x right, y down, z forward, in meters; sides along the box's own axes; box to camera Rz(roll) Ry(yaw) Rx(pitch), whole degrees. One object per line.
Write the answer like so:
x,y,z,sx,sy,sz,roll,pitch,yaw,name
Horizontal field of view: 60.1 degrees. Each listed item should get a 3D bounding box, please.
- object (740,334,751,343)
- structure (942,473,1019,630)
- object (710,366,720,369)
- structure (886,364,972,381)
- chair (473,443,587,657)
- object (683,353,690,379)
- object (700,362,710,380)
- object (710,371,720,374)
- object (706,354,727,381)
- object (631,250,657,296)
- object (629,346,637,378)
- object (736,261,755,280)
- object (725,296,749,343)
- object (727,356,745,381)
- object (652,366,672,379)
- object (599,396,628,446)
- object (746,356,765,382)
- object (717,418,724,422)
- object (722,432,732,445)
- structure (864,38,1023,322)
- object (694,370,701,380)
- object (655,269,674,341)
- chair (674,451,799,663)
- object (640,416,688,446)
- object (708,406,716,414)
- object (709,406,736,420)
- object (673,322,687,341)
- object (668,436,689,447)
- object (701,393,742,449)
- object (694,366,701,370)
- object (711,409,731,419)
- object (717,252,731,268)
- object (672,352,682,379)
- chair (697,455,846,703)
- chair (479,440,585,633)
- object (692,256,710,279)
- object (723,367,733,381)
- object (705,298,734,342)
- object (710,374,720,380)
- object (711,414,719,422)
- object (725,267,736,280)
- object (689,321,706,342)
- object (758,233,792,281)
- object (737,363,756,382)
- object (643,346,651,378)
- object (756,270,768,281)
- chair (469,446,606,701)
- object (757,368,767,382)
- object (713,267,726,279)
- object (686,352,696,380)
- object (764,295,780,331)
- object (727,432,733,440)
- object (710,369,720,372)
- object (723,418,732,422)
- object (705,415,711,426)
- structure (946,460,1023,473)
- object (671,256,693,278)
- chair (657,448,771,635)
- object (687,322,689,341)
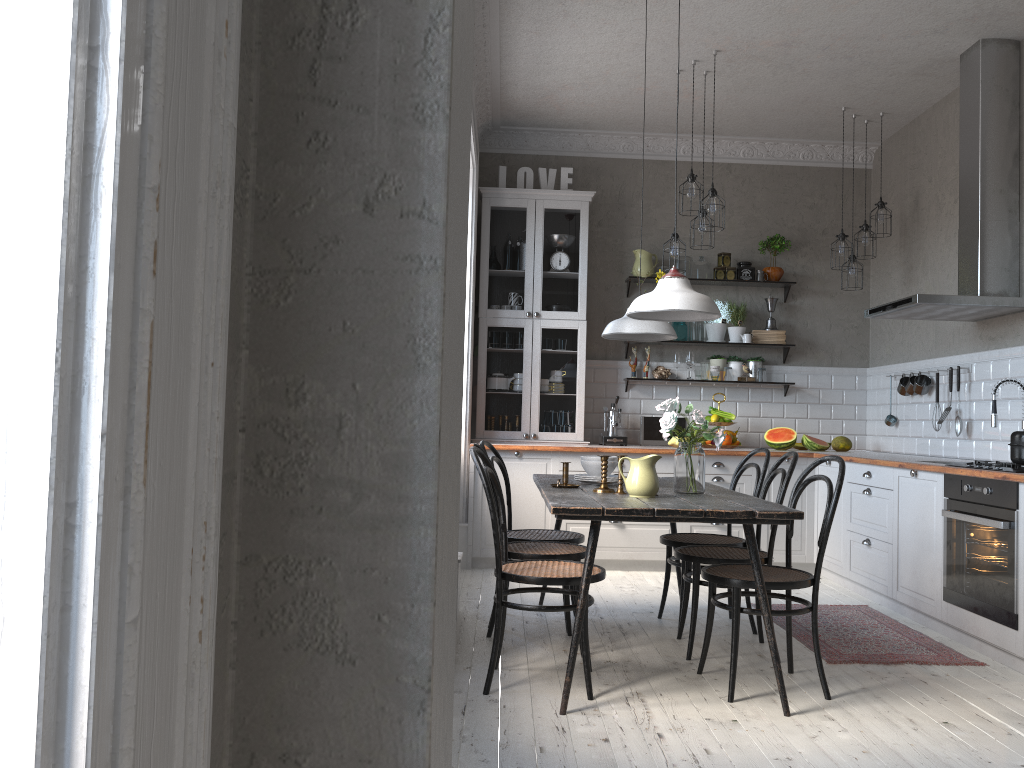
1.828,-0.352,6.891,0.104,0.071,0.064,0,-3,28,object
2.401,0.746,4.064,0.619,0.623,0.621,2,-2,-2,structure
1.574,-0.113,6.862,0.078,0.051,0.076,2,-3,-16,object
2.808,-0.076,6.031,0.094,0.053,1.084,2,-2,-1,structure
0.085,0.736,4.037,0.551,0.920,0.436,2,-2,-5,chair
1.383,-0.137,6.953,0.083,0.217,0.081,2,-3,-16,object
1.505,-0.097,6.901,0.080,0.139,0.077,3,-3,-29,object
1.572,-0.070,6.860,0.078,0.051,0.076,2,-2,-9,object
1.609,-0.130,6.990,0.159,0.217,0.153,3,-3,-22,object
1.011,-0.678,6.878,0.341,0.674,0.331,3,-3,-33,object
0.952,-0.169,6.936,0.054,0.264,0.060,3,-3,-31,object
1.840,-0.881,7.020,0.142,0.174,0.142,2,-2,-2,object
1.766,-0.504,6.958,0.188,0.380,0.166,4,-3,-41,object
1.765,-0.121,7.007,0.170,0.214,0.150,0,-3,28,object
1.159,-0.090,6.903,0.180,0.111,0.095,3,-3,-25,object
0.769,0.278,6.649,0.206,0.370,0.352,2,-2,-1,object
1.930,-0.115,7.023,0.159,0.213,0.152,2,-2,-4,object
1.568,0.285,6.687,0.063,0.061,0.066,2,-2,-2,object
1.584,0.411,6.613,0.115,0.111,0.109,3,-3,-34,object
2.570,-1.208,5.203,0.714,1.596,0.710,2,-2,-2,structure
1.472,-0.067,6.973,0.077,0.083,0.078,1,-3,16,object
1.184,-0.606,6.840,0.193,0.540,0.278,2,-2,-9,object
1.017,0.761,4.048,0.547,0.920,0.439,1,-2,5,chair
1.156,0.364,6.753,0.352,0.226,0.088,2,-2,-3,object
1.525,0.198,6.722,0.074,0.058,0.050,3,-3,-25,object
1.591,0.221,6.720,0.210,0.101,0.067,1,-2,4,object
1.319,-0.411,6.982,0.126,0.172,0.126,2,-2,2,object
1.253,0.430,6.553,0.197,0.083,0.189,2,-2,-1,object
1.575,0.278,6.743,0.356,0.425,0.347,2,-3,-17,object
1.473,-0.100,6.974,0.077,0.083,0.078,1,-3,16,object
1.618,0.235,6.789,0.178,0.096,0.089,1,-3,18,object
1.667,-0.969,6.956,0.084,0.113,0.081,3,-3,-22,object
1.296,-0.139,6.952,0.083,0.217,0.081,2,-3,-16,object
1.027,0.739,3.516,0.551,0.920,0.436,2,-2,-5,chair
0.098,0.756,4.524,0.545,0.920,0.441,1,-2,11,chair
1.509,-0.910,7.059,0.143,0.220,0.137,4,-3,-42,object
1.688,-0.076,6.921,0.078,0.108,0.077,2,-2,-8,object
1.632,-0.494,7.003,0.242,0.354,0.237,1,-3,16,object
1.572,-0.053,6.859,0.078,0.051,0.076,2,-2,-9,object
1.527,0.260,6.671,0.058,0.069,0.080,1,-3,18,object
1.717,-0.856,6.962,0.082,0.113,0.083,1,-2,8,object
1.444,-0.428,6.900,0.123,0.206,0.126,1,-3,21,object
2.077,-0.987,6.990,0.257,0.397,0.244,1,-3,23,object
1.839,-0.089,6.921,0.121,0.147,0.099,3,-3,-34,object
1.057,-0.167,6.925,0.052,0.264,0.063,0,-3,34,object
1.952,-0.843,6.926,0.093,0.096,0.074,2,-2,-1,object
0.095,0.713,3.483,0.547,0.920,0.439,1,-2,5,chair
1.948,-0.070,6.908,0.078,0.108,0.077,2,-2,-8,object
1.629,-0.858,6.962,0.083,0.113,0.082,2,-2,-2,object
1.387,-0.140,6.863,0.083,0.217,0.081,2,-3,-16,object
2.049,-0.558,6.999,0.132,0.287,0.129,2,-3,-17,object
1.624,0.404,6.691,0.087,0.078,0.089,0,-3,25,object
1.573,-0.087,6.861,0.076,0.051,0.078,1,-3,17,object
1.623,0.289,6.724,0.077,0.062,0.099,3,-3,-29,object
1.511,0.279,6.744,0.097,0.078,0.100,2,-2,-15,object
2.385,0.382,4.083,0.497,0.031,0.604,2,-2,-2,structure
1.331,-0.902,6.955,0.168,0.184,0.175,0,-3,37,object
1.031,0.781,4.532,0.551,0.920,0.436,2,-2,-5,chair
1.466,-0.449,7.053,0.131,0.264,0.132,1,-2,4,object
